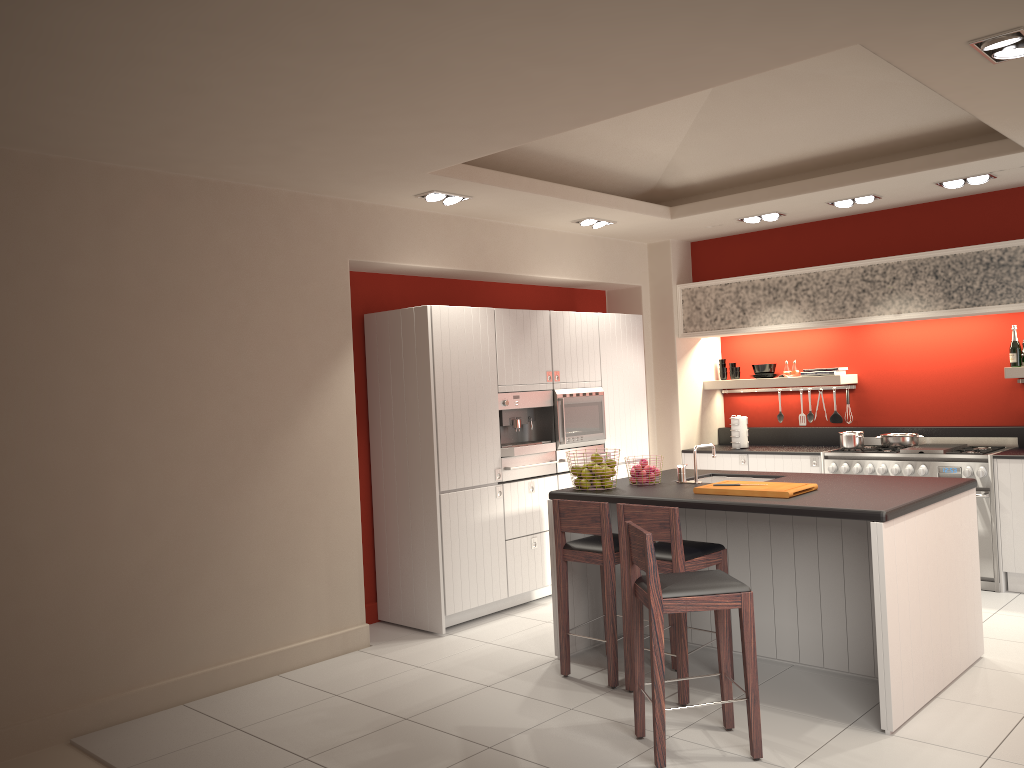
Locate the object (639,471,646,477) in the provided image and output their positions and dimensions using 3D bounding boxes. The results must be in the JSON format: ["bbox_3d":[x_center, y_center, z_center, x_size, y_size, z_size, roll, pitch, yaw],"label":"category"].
[{"bbox_3d":[0.820,0.562,5.568,0.048,0.046,0.048,-3,0,2],"label":"object"}]

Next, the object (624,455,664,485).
[{"bbox_3d":[0.843,0.547,5.640,0.247,0.168,0.248,-3,0,31],"label":"object"}]

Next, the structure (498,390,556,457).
[{"bbox_3d":[0.003,0.300,6.868,0.453,0.470,0.623,-3,0,43],"label":"structure"}]

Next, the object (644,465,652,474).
[{"bbox_3d":[0.859,0.537,5.590,0.056,0.055,0.051,-3,0,-33],"label":"object"}]

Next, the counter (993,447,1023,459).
[{"bbox_3d":[4.271,0.500,6.318,1.360,0.026,0.699,-3,0,43],"label":"counter"}]

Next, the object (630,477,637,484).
[{"bbox_3d":[0.773,0.609,5.638,0.050,0.049,0.049,-3,0,9],"label":"object"}]

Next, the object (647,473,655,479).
[{"bbox_3d":[0.878,0.579,5.598,0.046,0.043,0.046,-3,0,-7],"label":"object"}]

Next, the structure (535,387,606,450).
[{"bbox_3d":[0.486,0.274,7.273,0.332,0.473,0.610,-3,0,43],"label":"structure"}]

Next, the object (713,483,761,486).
[{"bbox_3d":[1.290,0.568,5.009,0.302,0.010,0.035,-3,0,14],"label":"object"}]

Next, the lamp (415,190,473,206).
[{"bbox_3d":[-0.464,-1.289,6.049,0.199,0.103,0.361,-3,0,43],"label":"lamp"}]

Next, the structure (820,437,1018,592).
[{"bbox_3d":[3.290,1.003,7.192,1.322,1.085,0.778,-3,0,43],"label":"structure"}]

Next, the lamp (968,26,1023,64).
[{"bbox_3d":[2.058,-1.421,3.687,0.199,0.085,0.361,-3,0,43],"label":"lamp"}]

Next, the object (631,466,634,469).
[{"bbox_3d":[0.789,0.548,5.678,0.048,0.049,0.049,-2,0,-40],"label":"object"}]

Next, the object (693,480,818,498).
[{"bbox_3d":[1.363,0.586,4.973,0.570,0.033,0.372,-3,0,41],"label":"object"}]

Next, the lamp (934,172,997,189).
[{"bbox_3d":[3.229,-1.467,6.314,0.361,0.103,0.199,-3,0,43],"label":"lamp"}]

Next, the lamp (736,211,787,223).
[{"bbox_3d":[2.075,-1.406,7.395,0.361,0.109,0.199,-3,0,43],"label":"lamp"}]

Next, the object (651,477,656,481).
[{"bbox_3d":[0.897,0.603,5.683,0.050,0.049,0.049,-3,0,9],"label":"object"}]

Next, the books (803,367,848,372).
[{"bbox_3d":[2.839,-0.131,8.030,0.332,0.026,0.207,-3,0,44],"label":"books"}]

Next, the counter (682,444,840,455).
[{"bbox_3d":[2.330,0.599,8.136,1.360,0.026,0.699,-3,0,43],"label":"counter"}]

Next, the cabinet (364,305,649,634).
[{"bbox_3d":[0.095,0.557,7.224,0.716,2.250,2.558,-3,-1,43],"label":"cabinet"}]

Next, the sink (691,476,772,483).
[{"bbox_3d":[1.394,0.754,5.670,0.567,0.258,0.516,-3,0,43],"label":"sink"}]

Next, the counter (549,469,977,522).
[{"bbox_3d":[1.448,0.625,5.281,2.054,0.050,1.415,-3,0,43],"label":"counter"}]

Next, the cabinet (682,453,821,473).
[{"bbox_3d":[2.353,1.108,8.134,1.361,0.993,0.687,-3,0,43],"label":"cabinet"}]

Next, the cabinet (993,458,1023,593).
[{"bbox_3d":[4.298,1.009,6.314,1.361,0.993,0.687,-3,0,43],"label":"cabinet"}]

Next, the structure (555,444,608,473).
[{"bbox_3d":[0.563,0.603,7.218,0.128,0.177,0.617,-3,0,43],"label":"structure"}]

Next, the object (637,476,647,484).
[{"bbox_3d":[0.821,0.601,5.599,0.062,0.057,0.061,-3,0,43],"label":"object"}]

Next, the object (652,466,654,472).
[{"bbox_3d":[0.883,0.543,5.639,0.041,0.044,0.045,-3,0,13],"label":"object"}]

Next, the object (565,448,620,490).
[{"bbox_3d":[0.506,0.528,5.494,0.341,0.232,0.341,-3,0,-14],"label":"object"}]

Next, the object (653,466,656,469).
[{"bbox_3d":[0.901,0.549,5.688,0.056,0.050,0.055,-3,0,-9],"label":"object"}]

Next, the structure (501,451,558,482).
[{"bbox_3d":[0.133,0.623,6.758,0.128,0.177,0.617,-3,0,43],"label":"structure"}]

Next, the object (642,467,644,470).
[{"bbox_3d":[0.829,0.533,5.663,0.041,0.044,0.045,-3,0,13],"label":"object"}]

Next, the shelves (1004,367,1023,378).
[{"bbox_3d":[4.448,-0.116,6.539,1.379,0.083,0.376,-3,0,43],"label":"shelves"}]

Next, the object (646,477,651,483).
[{"bbox_3d":[0.864,0.610,5.631,0.040,0.039,0.039,-3,0,2],"label":"object"}]

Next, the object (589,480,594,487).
[{"bbox_3d":[0.502,0.617,5.520,0.053,0.054,0.055,-2,0,-43],"label":"object"}]

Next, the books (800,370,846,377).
[{"bbox_3d":[2.814,-0.095,8.025,0.207,0.042,0.331,-3,0,-42],"label":"books"}]

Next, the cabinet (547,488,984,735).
[{"bbox_3d":[1.469,1.157,5.280,2.034,1.011,1.423,-3,0,43],"label":"cabinet"}]

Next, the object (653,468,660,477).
[{"bbox_3d":[0.917,0.564,5.642,0.055,0.056,0.055,-2,0,-37],"label":"object"}]

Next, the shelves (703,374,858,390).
[{"bbox_3d":[2.499,-0.016,8.364,1.379,0.083,0.376,-3,0,43],"label":"shelves"}]

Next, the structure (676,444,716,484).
[{"bbox_3d":[1.157,0.506,5.596,0.183,0.249,0.224,-3,-1,43],"label":"structure"}]

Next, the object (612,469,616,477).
[{"bbox_3d":[0.615,0.546,5.481,0.057,0.057,0.055,-3,0,35],"label":"object"}]

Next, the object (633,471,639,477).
[{"bbox_3d":[0.782,0.567,5.592,0.041,0.041,0.040,-3,0,-10],"label":"object"}]

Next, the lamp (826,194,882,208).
[{"bbox_3d":[2.644,-1.437,6.861,0.361,0.104,0.199,-3,0,43],"label":"lamp"}]

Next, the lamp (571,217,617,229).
[{"bbox_3d":[0.674,-1.331,7.267,0.199,0.084,0.361,-3,0,43],"label":"lamp"}]

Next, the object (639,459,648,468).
[{"bbox_3d":[0.835,0.502,5.622,0.056,0.058,0.056,-3,0,-2],"label":"object"}]

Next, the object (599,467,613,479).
[{"bbox_3d":[0.575,0.546,5.437,0.082,0.082,0.082,-3,0,10],"label":"object"}]

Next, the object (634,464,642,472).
[{"bbox_3d":[0.793,0.528,5.576,0.048,0.046,0.048,-3,0,-1],"label":"object"}]

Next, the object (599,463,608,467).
[{"bbox_3d":[0.566,0.513,5.485,0.056,0.054,0.057,-3,0,14],"label":"object"}]

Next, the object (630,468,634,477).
[{"bbox_3d":[0.779,0.566,5.635,0.060,0.059,0.059,-3,0,-35],"label":"object"}]

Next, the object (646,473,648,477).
[{"bbox_3d":[0.853,0.567,5.676,0.055,0.056,0.055,-2,0,-37],"label":"object"}]

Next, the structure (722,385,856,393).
[{"bbox_3d":[2.618,0.052,8.475,1.355,0.034,0.054,-3,0,43],"label":"structure"}]
